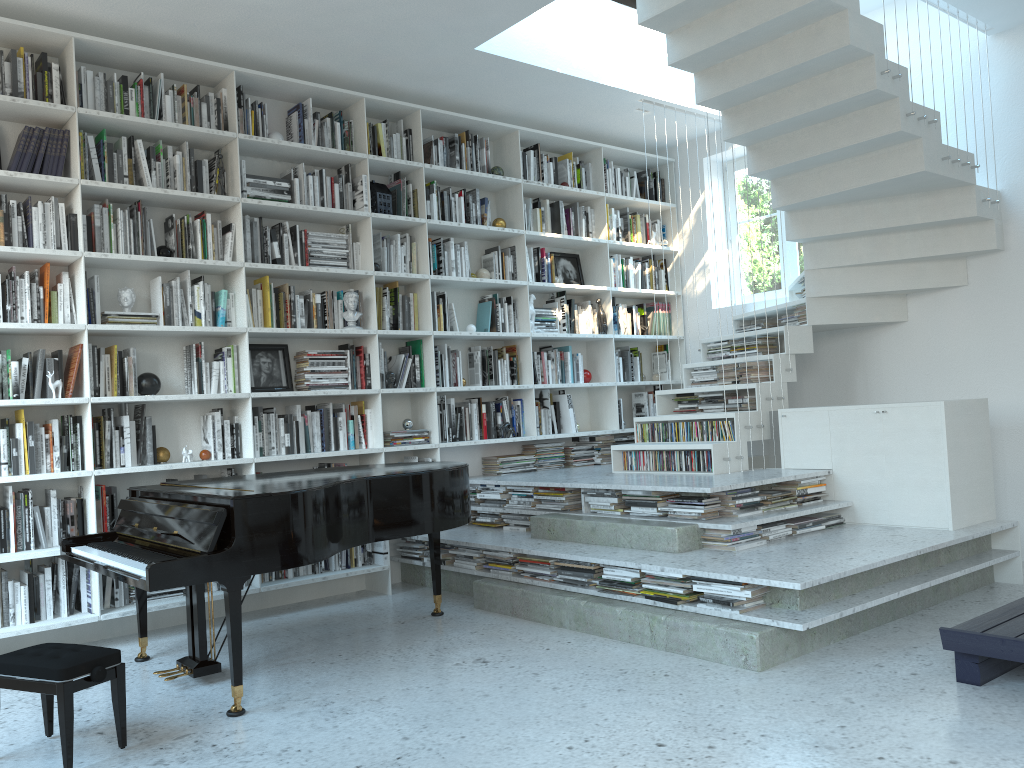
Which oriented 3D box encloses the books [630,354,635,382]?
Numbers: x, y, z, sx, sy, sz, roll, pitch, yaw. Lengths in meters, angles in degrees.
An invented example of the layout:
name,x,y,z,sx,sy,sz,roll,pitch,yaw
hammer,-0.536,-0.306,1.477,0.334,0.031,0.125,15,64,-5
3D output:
name,x,y,z,sx,sy,sz,roll,pitch,yaw
books,0.928,-0.123,7.210,0.014,0.230,0.172,-2,-2,-39

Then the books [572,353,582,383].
name,x,y,z,sx,sy,sz,roll,pitch,yaw
books,0.465,-0.113,6.828,0.025,0.235,0.181,-2,-2,-39

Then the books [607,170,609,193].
name,x,y,z,sx,sy,sz,roll,pitch,yaw
books,0.710,-1.586,7.114,0.022,0.229,0.175,-2,-2,-39

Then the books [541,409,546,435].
name,x,y,z,sx,sy,sz,roll,pitch,yaw
books,0.190,0.285,6.589,0.030,0.188,0.140,-2,-2,-39

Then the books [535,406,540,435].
name,x,y,z,sx,sy,sz,roll,pitch,yaw
books,0.139,0.273,6.546,0.023,0.214,0.163,-2,-2,-39

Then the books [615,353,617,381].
name,x,y,z,sx,sy,sz,roll,pitch,yaw
books,0.770,-0.121,7.076,0.037,0.236,0.153,-2,-2,-39

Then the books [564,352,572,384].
name,x,y,z,sx,sy,sz,roll,pitch,yaw
books,0.375,-0.115,6.737,0.023,0.244,0.190,-2,-2,-39

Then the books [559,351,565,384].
name,x,y,z,sx,sy,sz,roll,pitch,yaw
books,0.332,-0.117,6.702,0.014,0.249,0.177,-2,-2,-39

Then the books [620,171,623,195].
name,x,y,z,sx,sy,sz,roll,pitch,yaw
books,0.839,-1.599,7.250,0.027,0.249,0.154,-2,-2,-39

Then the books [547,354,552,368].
name,x,y,z,sx,sy,sz,roll,pitch,yaw
books,0.235,-0.103,6.640,0.012,0.229,0.179,-2,-2,-39

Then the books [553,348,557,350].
name,x,y,z,sx,sy,sz,roll,pitch,yaw
books,0.291,-0.126,6.690,0.011,0.272,0.152,-2,-2,-39

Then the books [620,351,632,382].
name,x,y,z,sx,sy,sz,roll,pitch,yaw
books,0.883,-0.132,7.146,0.027,0.248,0.184,-2,-2,-39

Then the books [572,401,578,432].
name,x,y,z,sx,sy,sz,roll,pitch,yaw
books,0.427,0.235,6.779,0.062,0.274,0.148,-2,-2,-39

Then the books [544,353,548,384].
name,x,y,z,sx,sy,sz,roll,pitch,yaw
books,0.197,-0.107,6.613,0.026,0.239,0.177,-2,-2,-39

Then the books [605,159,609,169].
name,x,y,z,sx,sy,sz,roll,pitch,yaw
books,0.733,-1.634,7.167,0.012,0.326,0.151,-2,-2,-39

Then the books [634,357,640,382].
name,x,y,z,sx,sy,sz,roll,pitch,yaw
books,0.970,-0.112,7.229,0.021,0.205,0.174,-2,-2,-39

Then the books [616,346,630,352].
name,x,y,z,sx,sy,sz,roll,pitch,yaw
books,0.912,-0.155,7.207,0.013,0.297,0.141,-2,-2,-39

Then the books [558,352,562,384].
name,x,y,z,sx,sy,sz,roll,pitch,yaw
books,0.304,-0.113,6.704,0.026,0.246,0.166,-2,-2,-39

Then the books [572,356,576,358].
name,x,y,z,sx,sy,sz,roll,pitch,yaw
books,0.436,-0.103,6.815,0.037,0.218,0.139,-2,-2,-39

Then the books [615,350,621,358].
name,x,y,z,sx,sy,sz,roll,pitch,yaw
books,0.823,-0.138,7.139,0.024,0.267,0.133,-2,-2,-39

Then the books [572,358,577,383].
name,x,y,z,sx,sy,sz,roll,pitch,yaw
books,0.420,-0.094,6.782,0.030,0.200,0.189,-2,-2,-39

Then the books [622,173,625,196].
name,x,y,z,sx,sy,sz,roll,pitch,yaw
books,0.865,-1.593,7.260,0.025,0.237,0.143,-2,-2,-39

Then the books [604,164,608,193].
name,x,y,z,sx,sy,sz,roll,pitch,yaw
books,0.698,-1.606,7.102,0.012,0.269,0.184,-2,-2,-39

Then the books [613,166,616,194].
name,x,y,z,sx,sy,sz,roll,pitch,yaw
books,0.773,-1.610,7.191,0.027,0.275,0.148,-2,-2,-39

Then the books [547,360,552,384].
name,x,y,z,sx,sy,sz,roll,pitch,yaw
books,0.227,-0.080,6.620,0.027,0.181,0.186,-2,-2,-39

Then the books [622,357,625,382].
name,x,y,z,sx,sy,sz,roll,pitch,yaw
books,0.848,-0.109,7.149,0.025,0.208,0.149,-2,-2,-39

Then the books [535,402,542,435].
name,x,y,z,sx,sy,sz,roll,pitch,yaw
books,0.159,0.257,6.550,0.015,0.243,0.156,-2,-2,-39

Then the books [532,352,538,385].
name,x,y,z,sx,sy,sz,roll,pitch,yaw
books,0.114,-0.107,6.534,0.047,0.244,0.177,-2,-2,-39

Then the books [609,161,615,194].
name,x,y,z,sx,sy,sz,roll,pitch,yaw
books,0.752,-1.625,7.163,0.012,0.306,0.184,-2,-2,-39

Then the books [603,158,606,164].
name,x,y,z,sx,sy,sz,roll,pitch,yaw
books,0.707,-1.636,7.144,0.014,0.331,0.143,-2,-2,-39

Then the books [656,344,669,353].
name,x,y,z,sx,sy,sz,roll,pitch,yaw
books,1.286,-0.174,7.527,0.013,0.315,0.129,-2,-2,-39

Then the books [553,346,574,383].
name,x,y,z,sx,sy,sz,roll,pitch,yaw
books,0.391,-0.138,6.756,0.026,0.290,0.181,-2,-2,-39

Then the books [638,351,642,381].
name,x,y,z,sx,sy,sz,roll,pitch,yaw
books,0.995,-0.136,7.276,0.012,0.254,0.161,-2,-2,-39

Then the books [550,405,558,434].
name,x,y,z,sx,sy,sz,roll,pitch,yaw
books,0.258,0.268,6.631,0.052,0.217,0.184,-2,-2,-39

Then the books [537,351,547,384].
name,x,y,z,sx,sy,sz,roll,pitch,yaw
books,0.179,-0.111,6.579,0.045,0.246,0.185,-2,-2,-39

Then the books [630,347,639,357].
name,x,y,z,sx,sy,sz,roll,pitch,yaw
books,0.975,-0.151,7.246,0.011,0.284,0.161,-2,-2,-39

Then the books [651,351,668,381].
name,x,y,z,sx,sy,sz,roll,pitch,yaw
books,1.248,-0.143,7.480,0.012,0.254,0.161,-2,-2,-39

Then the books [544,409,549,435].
name,x,y,z,sx,sy,sz,roll,pitch,yaw
books,0.216,0.285,6.601,0.024,0.185,0.149,-2,-2,-39

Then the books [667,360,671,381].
name,x,y,z,sx,sy,sz,roll,pitch,yaw
books,1.270,-0.108,7.486,0.028,0.181,0.167,-2,-2,-39

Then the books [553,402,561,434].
name,x,y,z,sx,sy,sz,roll,pitch,yaw
books,0.294,0.256,6.667,0.031,0.239,0.171,-2,-2,-39

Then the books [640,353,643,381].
name,x,y,z,sx,sy,sz,roll,pitch,yaw
books,1.008,-0.130,7.280,0.013,0.240,0.166,-2,-2,-39

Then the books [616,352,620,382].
name,x,y,z,sx,sy,sz,roll,pitch,yaw
books,0.792,-0.125,7.096,0.022,0.242,0.151,-2,-2,-39

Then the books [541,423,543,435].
name,x,y,z,sx,sy,sz,roll,pitch,yaw
books,0.168,0.275,6.571,0.025,0.210,0.137,-2,-2,-39

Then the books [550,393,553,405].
name,x,y,z,sx,sy,sz,roll,pitch,yaw
books,0.265,0.225,6.669,0.010,0.304,0.131,-2,-2,-39

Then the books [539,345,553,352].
name,x,y,z,sx,sy,sz,roll,pitch,yaw
books,0.265,-0.139,6.666,0.013,0.299,0.147,-2,-2,-39

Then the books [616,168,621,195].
name,x,y,z,sx,sy,sz,roll,pitch,yaw
books,0.814,-1.606,7.219,0.029,0.264,0.179,-2,-2,-39

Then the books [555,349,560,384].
name,x,y,z,sx,sy,sz,roll,pitch,yaw
books,0.286,-0.122,6.660,0.012,0.262,0.186,-2,-2,-39

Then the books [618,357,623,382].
name,x,y,z,sx,sy,sz,roll,pitch,yaw
books,0.816,-0.106,7.107,0.029,0.201,0.172,-2,-2,-39

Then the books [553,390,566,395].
name,x,y,z,sx,sy,sz,roll,pitch,yaw
books,0.370,0.211,6.750,0.012,0.326,0.136,-2,-2,-39

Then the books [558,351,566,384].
name,x,y,z,sx,sy,sz,roll,pitch,yaw
books,0.346,-0.118,6.746,0.012,0.254,0.161,-2,-2,-39

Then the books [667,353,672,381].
name,x,y,z,sx,sy,sz,roll,pitch,yaw
books,1.280,-0.136,7.509,0.022,0.237,0.152,-2,-2,-39

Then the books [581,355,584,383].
name,x,y,z,sx,sy,sz,roll,pitch,yaw
books,0.484,-0.107,6.845,0.027,0.223,0.170,-2,-2,-39

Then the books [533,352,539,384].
name,x,y,z,sx,sy,sz,roll,pitch,yaw
books,0.134,-0.109,6.565,0.024,0.247,0.143,-2,-2,-39

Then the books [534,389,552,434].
name,x,y,z,sx,sy,sz,roll,pitch,yaw
books,0.228,0.211,6.612,0.014,0.333,0.169,-2,-2,-39

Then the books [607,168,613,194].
name,x,y,z,sx,sy,sz,roll,pitch,yaw
books,0.732,-1.593,7.143,0.023,0.243,0.182,-2,-2,-39

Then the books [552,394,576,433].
name,x,y,z,sx,sy,sz,roll,pitch,yaw
books,0.360,0.226,6.668,0.075,0.291,0.255,-2,-2,-39

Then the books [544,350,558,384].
name,x,y,z,sx,sy,sz,roll,pitch,yaw
books,0.264,-0.118,6.636,0.028,0.255,0.191,-2,-2,-39

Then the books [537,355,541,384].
name,x,y,z,sx,sy,sz,roll,pitch,yaw
books,0.156,-0.098,6.566,0.011,0.223,0.163,-2,-2,-39

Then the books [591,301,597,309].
name,x,y,z,sx,sy,sz,roll,pitch,yaw
books,0.632,-0.508,7.019,0.029,0.283,0.138,-2,-2,-39

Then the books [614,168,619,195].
name,x,y,z,sx,sy,sz,roll,pitch,yaw
books,0.795,-1.602,7.203,0.022,0.259,0.163,-2,-2,-39
